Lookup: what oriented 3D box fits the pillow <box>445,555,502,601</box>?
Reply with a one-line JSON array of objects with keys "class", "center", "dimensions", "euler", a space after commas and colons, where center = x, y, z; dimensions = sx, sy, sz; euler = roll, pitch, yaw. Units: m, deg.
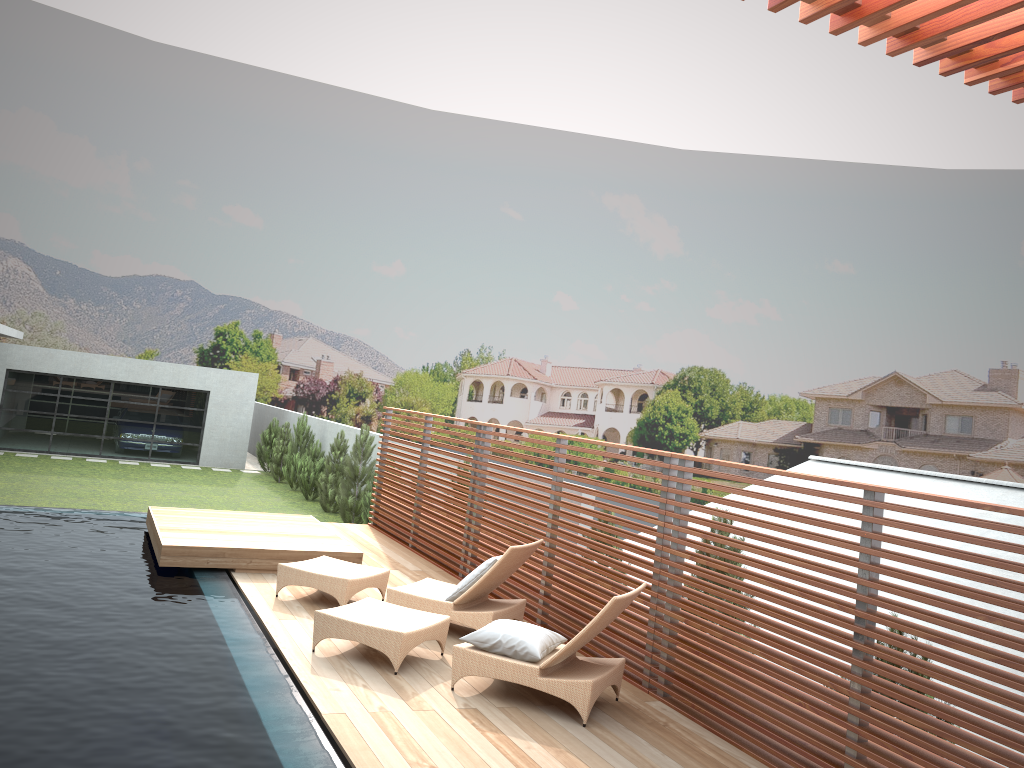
[{"class": "pillow", "center": [-0.226, 1.648, 7.580], "dimensions": [0.428, 0.431, 0.603], "euler": [5, -4, 23]}]

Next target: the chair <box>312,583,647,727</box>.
[{"class": "chair", "center": [-0.262, 1.680, 6.342], "dimensions": [2.299, 0.835, 0.693], "euler": [6, -4, 25]}]

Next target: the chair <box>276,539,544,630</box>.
[{"class": "chair", "center": [-0.933, 1.644, 7.881], "dimensions": [2.299, 0.835, 0.693], "euler": [6, -4, 24]}]

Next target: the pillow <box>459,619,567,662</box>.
[{"class": "pillow", "center": [0.021, 1.765, 6.162], "dimensions": [0.595, 0.196, 0.590], "euler": [6, -2, 21]}]
